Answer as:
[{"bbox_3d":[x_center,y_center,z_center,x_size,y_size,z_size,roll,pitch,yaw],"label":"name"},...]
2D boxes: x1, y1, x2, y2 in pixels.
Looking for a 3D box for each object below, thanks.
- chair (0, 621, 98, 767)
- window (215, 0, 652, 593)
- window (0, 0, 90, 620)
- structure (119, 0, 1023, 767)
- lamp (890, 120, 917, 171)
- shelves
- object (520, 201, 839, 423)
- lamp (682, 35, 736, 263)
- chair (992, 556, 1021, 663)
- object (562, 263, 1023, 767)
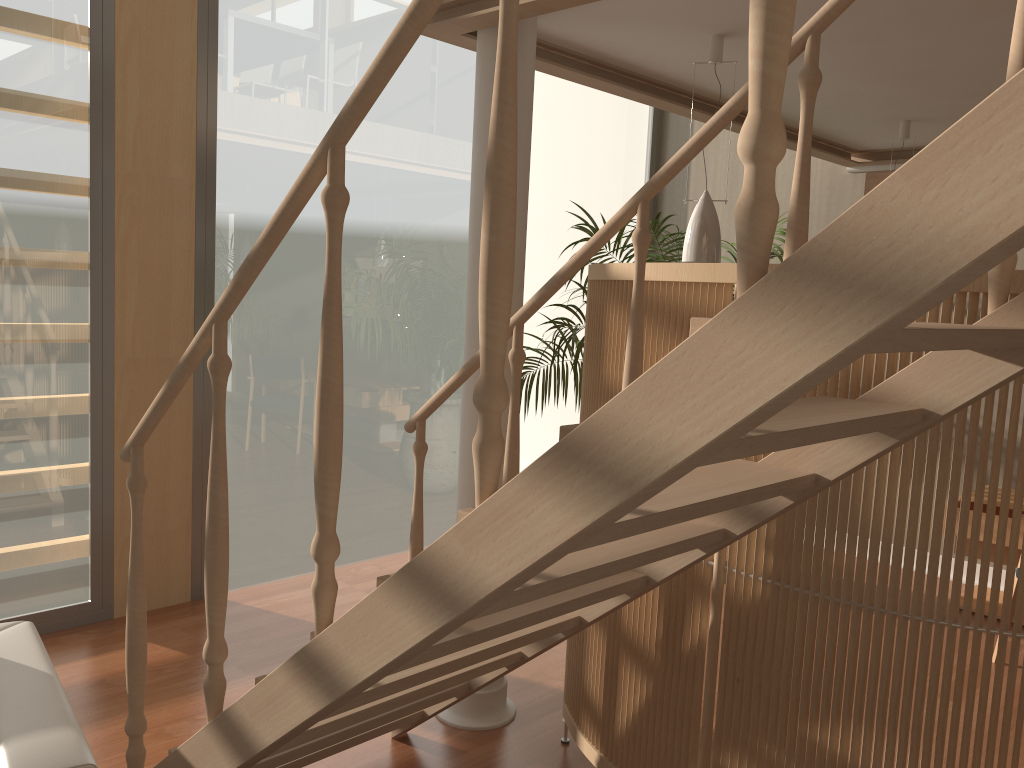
[{"bbox_3d":[-1.448,0.914,1.885,0.900,0.740,0.905,-2,8,-36],"label":"chair"},{"bbox_3d":[-0.190,-1.427,5.245,0.020,5.200,3.340,9,8,44],"label":"window"},{"bbox_3d":[-2.507,-0.545,2.975,0.020,3.100,2.095,9,8,44],"label":"window"},{"bbox_3d":[0.465,-0.377,1.482,3.150,3.578,1.000,9,8,44],"label":"structure"},{"bbox_3d":[1.939,-0.913,4.454,0.139,0.800,0.139,5,6,18],"label":"lamp"},{"bbox_3d":[2.964,0.955,4.164,1.600,0.590,0.658,9,8,44],"label":"shelves"},{"bbox_3d":[0.968,0.118,5.151,2.109,2.304,2.157,7,8,37],"label":"object"},{"bbox_3d":[0.711,-0.840,3.198,0.139,0.800,0.139,-1,7,-31],"label":"lamp"},{"bbox_3d":[2.443,0.854,3.709,0.509,0.856,0.582,2,6,-6],"label":"chair"},{"bbox_3d":[0.865,0.503,2.086,0.233,1.542,2.229,-2,8,-41],"label":"object"}]
